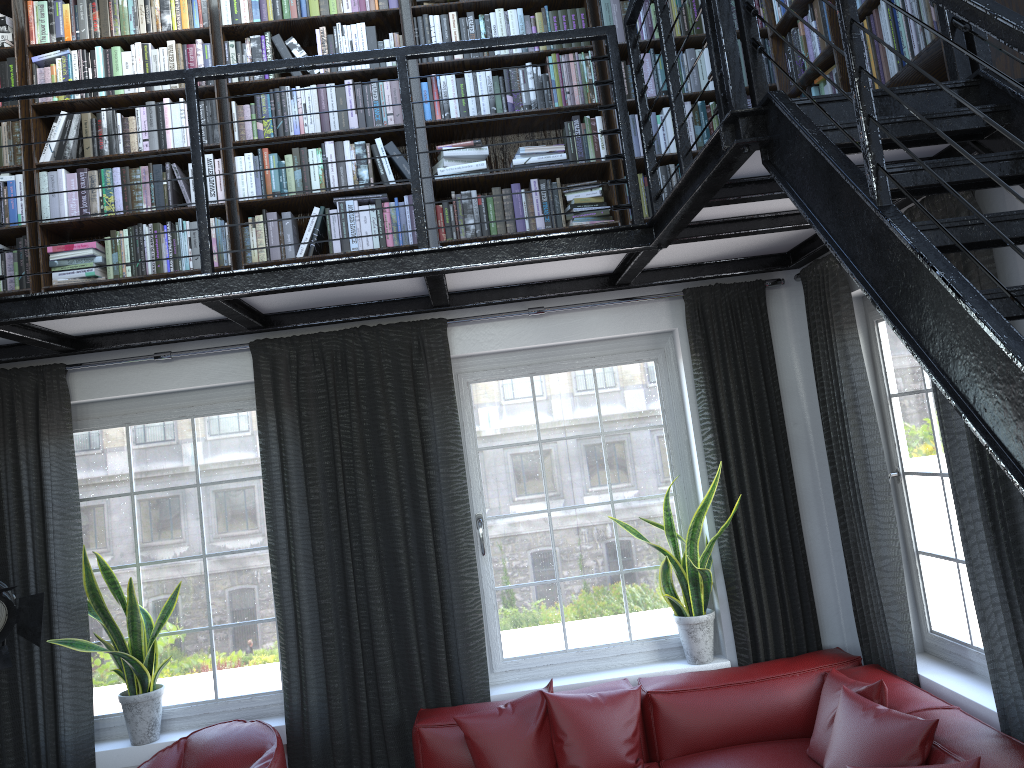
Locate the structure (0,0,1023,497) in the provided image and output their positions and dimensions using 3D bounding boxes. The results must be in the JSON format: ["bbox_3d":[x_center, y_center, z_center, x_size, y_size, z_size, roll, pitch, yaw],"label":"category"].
[{"bbox_3d":[-0.594,0.257,1.954,4.490,3.367,4.597,-7,-5,-3],"label":"structure"}]

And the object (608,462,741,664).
[{"bbox_3d":[0.789,0.848,4.097,0.554,0.943,0.523,-6,-6,-14],"label":"object"}]

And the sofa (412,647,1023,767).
[{"bbox_3d":[0.463,1.543,2.442,2.542,0.658,3.267,-7,-4,-3],"label":"sofa"}]

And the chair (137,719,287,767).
[{"bbox_3d":[-1.289,1.806,3.479,0.831,0.714,0.827,-3,-7,-41],"label":"chair"}]

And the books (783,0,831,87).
[{"bbox_3d":[-0.817,-1.431,2.504,4.378,1.414,2.196,-7,-5,-4],"label":"books"}]

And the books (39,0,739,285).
[{"bbox_3d":[-0.511,-1.188,4.282,3.392,1.127,0.239,-7,-6,-3],"label":"books"}]

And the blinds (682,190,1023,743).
[{"bbox_3d":[1.506,0.583,3.522,0.528,2.389,1.740,-5,-6,-21],"label":"blinds"}]

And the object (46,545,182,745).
[{"bbox_3d":[-1.855,1.178,3.977,0.553,0.943,0.524,-8,-6,8],"label":"object"}]

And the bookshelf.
[{"bbox_3d":[-0.830,-1.329,2.900,4.477,1.622,3.076,-7,-5,-3],"label":"bookshelf"}]

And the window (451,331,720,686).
[{"bbox_3d":[0.340,0.596,4.389,1.167,1.612,0.132,-7,-7,-3],"label":"window"}]

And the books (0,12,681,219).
[{"bbox_3d":[-0.898,-1.281,4.261,4.442,1.402,0.241,-7,-6,-3],"label":"books"}]

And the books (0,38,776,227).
[{"bbox_3d":[-0.899,-1.292,4.266,4.437,1.418,0.226,-7,-6,-3],"label":"books"}]

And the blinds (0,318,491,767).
[{"bbox_3d":[-1.406,1.000,4.058,2.509,2.395,0.125,-7,-7,-3],"label":"blinds"}]

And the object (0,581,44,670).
[{"bbox_3d":[-1.043,1.355,3.785,2.909,1.585,0.749,-6,-6,-19],"label":"object"}]

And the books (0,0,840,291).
[{"bbox_3d":[-0.897,-1.333,3.782,4.436,1.435,1.280,-7,-6,-2],"label":"books"}]

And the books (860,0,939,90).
[{"bbox_3d":[-0.821,-1.391,3.039,4.385,1.410,1.165,-7,-6,-3],"label":"books"}]

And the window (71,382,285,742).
[{"bbox_3d":[-1.648,0.843,4.281,1.167,1.612,0.132,-7,-7,-3],"label":"window"}]

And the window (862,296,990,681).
[{"bbox_3d":[1.735,0.345,3.421,0.133,1.611,1.162,-7,-6,-3],"label":"window"}]

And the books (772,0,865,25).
[{"bbox_3d":[-0.822,-1.275,2.789,4.337,1.144,1.592,-7,-5,-4],"label":"books"}]

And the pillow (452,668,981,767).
[{"bbox_3d":[0.814,1.332,3.409,1.949,0.403,0.983,-11,-6,39],"label":"pillow"}]

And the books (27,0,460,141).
[{"bbox_3d":[-0.940,-1.574,4.307,2.637,0.831,0.212,-7,-6,-3],"label":"books"}]
